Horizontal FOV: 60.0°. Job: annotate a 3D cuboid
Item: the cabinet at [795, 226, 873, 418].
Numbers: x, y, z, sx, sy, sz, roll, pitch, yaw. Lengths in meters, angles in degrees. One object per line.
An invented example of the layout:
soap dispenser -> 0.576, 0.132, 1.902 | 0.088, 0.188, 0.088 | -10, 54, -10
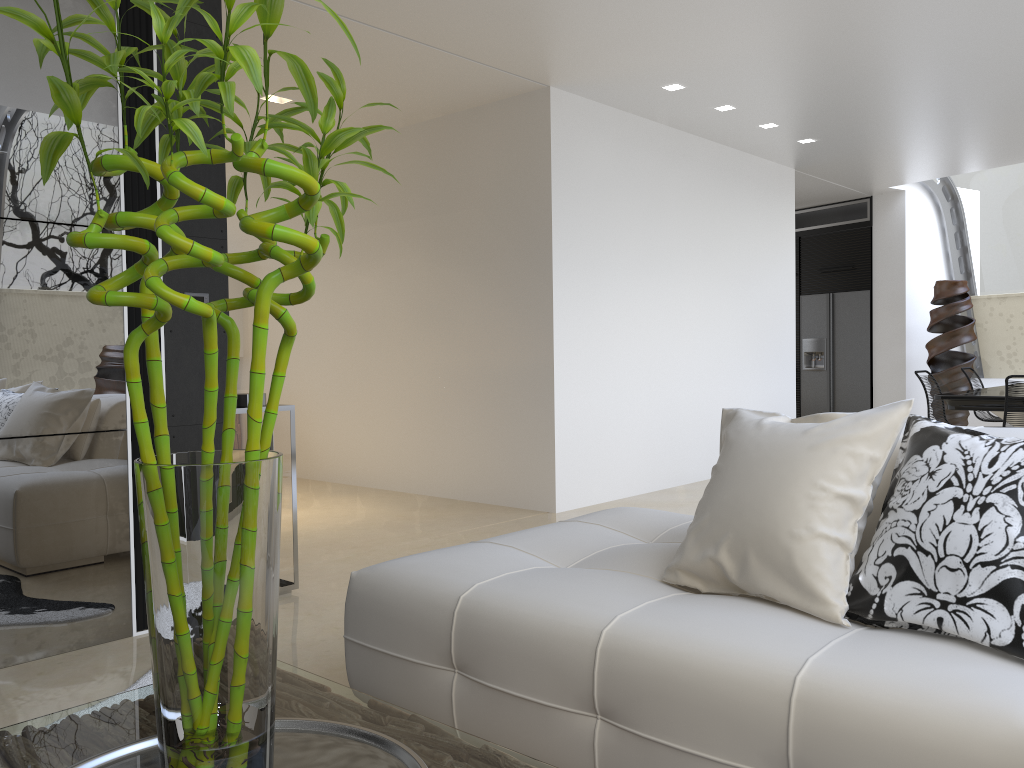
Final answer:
cabinet -> 3.953, -0.607, 11.617 | 0.831, 2.558, 2.252 | -2, 2, -33

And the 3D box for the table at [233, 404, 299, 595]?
table -> -1.186, 0.537, 4.035 | 0.202, 0.872, 0.350 | 1, 2, 42

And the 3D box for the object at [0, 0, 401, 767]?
object -> -0.406, -0.152, 1.250 | 0.584, 1.546, 0.673 | -1, 2, -9

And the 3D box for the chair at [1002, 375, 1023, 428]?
chair -> 3.479, 0.191, 5.776 | 0.446, 0.519, 0.688 | 1, 2, 42

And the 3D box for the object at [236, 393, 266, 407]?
object -> -1.193, 0.073, 4.021 | 0.153, 0.059, 0.151 | -1, 2, -8

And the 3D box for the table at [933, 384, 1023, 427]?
table -> 4.928, 0.420, 6.627 | 2.494, 0.759, 3.031 | 1, 2, 42

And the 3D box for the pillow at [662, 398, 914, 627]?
pillow -> 0.917, 0.325, 0.845 | 1.656, 0.530, 3.322 | 0, 2, 12

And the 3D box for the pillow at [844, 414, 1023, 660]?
pillow -> 1.006, 0.322, 1.896 | 0.394, 0.471, 0.604 | -2, 2, -32

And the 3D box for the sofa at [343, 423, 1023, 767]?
sofa -> 0.238, 0.611, 1.010 | 3.257, 0.866, 4.169 | 1, 2, 42

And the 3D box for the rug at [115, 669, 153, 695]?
rug -> -0.585, 1.036, 1.472 | 2.739, 0.008, 2.740 | 0, 2, 28

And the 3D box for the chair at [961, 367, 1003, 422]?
chair -> 4.447, 0.110, 7.978 | 0.688, 0.519, 0.446 | 1, 2, 42

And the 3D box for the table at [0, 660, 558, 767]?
table -> -0.501, 0.832, 1.350 | 1.007, 0.448, 0.923 | 1, 2, 42

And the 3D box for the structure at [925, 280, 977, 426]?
structure -> 4.727, -0.194, 9.554 | 0.493, 1.843, 0.498 | -2, 2, -37

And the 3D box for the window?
window -> -0.503, -0.590, 7.742 | 16.171, 3.674, 16.693 | -2, 2, -42

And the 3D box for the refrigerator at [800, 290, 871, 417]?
refrigerator -> 4.045, -0.249, 10.966 | 0.234, 1.742, 1.006 | -2, 2, -35

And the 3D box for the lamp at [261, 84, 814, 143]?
lamp -> -1.989, -1.994, 6.422 | 9.775, 0.004, 9.928 | 1, 2, 43

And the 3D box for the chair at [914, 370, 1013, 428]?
chair -> 3.592, 0.151, 7.031 | 0.688, 0.519, 0.446 | 1, 2, 42
